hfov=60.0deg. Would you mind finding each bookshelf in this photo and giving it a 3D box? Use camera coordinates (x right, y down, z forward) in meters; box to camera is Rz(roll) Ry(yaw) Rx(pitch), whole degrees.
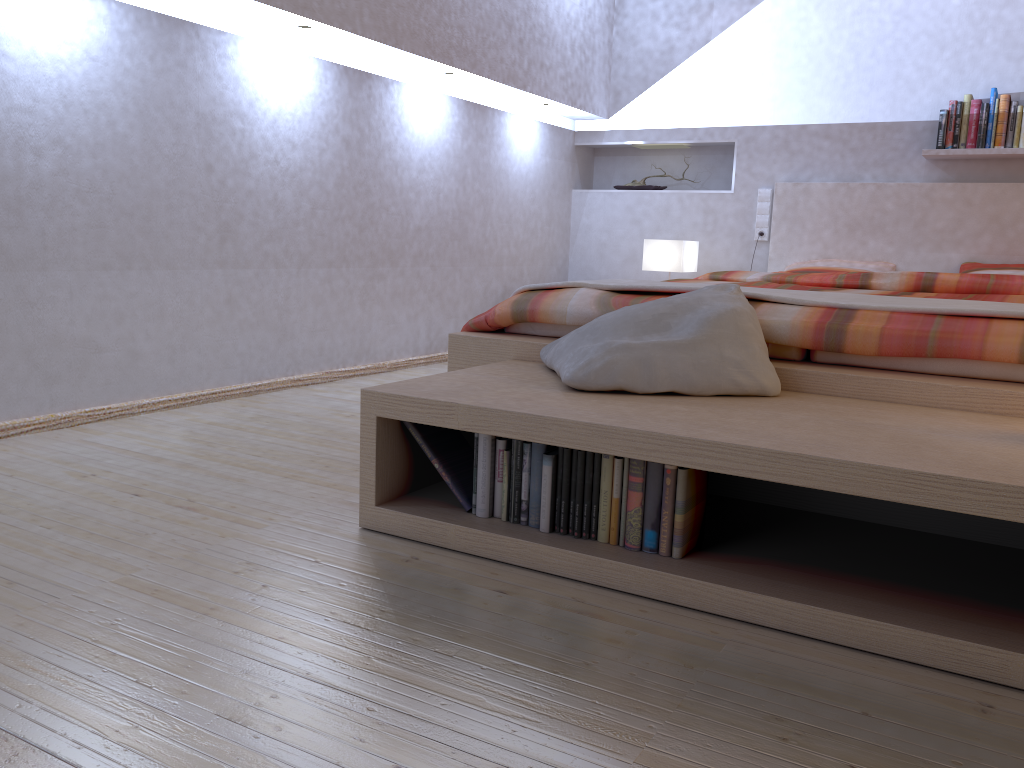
[{"bbox_3d":[2.469,-1.101,4.233,0.916,0.028,0.223,7,11,29],"label":"bookshelf"},{"bbox_3d":[0.482,0.205,1.800,1.495,0.303,0.643,7,11,29],"label":"bookshelf"}]

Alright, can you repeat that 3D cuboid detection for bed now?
[{"bbox_3d":[1.411,-0.351,3.310,2.087,0.994,3.009,7,11,29],"label":"bed"}]

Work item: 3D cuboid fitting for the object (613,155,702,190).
[{"bbox_3d":[0.902,-1.301,5.425,0.589,0.242,0.183,7,10,28],"label":"object"}]

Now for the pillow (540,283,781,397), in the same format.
[{"bbox_3d":[0.342,-0.121,2.128,0.498,0.241,0.470,1,9,-5],"label":"pillow"}]

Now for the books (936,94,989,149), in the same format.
[{"bbox_3d":[2.218,-1.277,4.351,0.209,0.260,0.215,7,11,29],"label":"books"}]

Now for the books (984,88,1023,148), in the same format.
[{"bbox_3d":[2.389,-1.267,4.261,0.178,0.281,0.200,7,11,29],"label":"books"}]

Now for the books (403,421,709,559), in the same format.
[{"bbox_3d":[0.063,0.185,1.833,0.652,0.193,0.157,7,11,29],"label":"books"}]

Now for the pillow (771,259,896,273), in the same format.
[{"bbox_3d":[1.647,-0.554,4.573,0.572,0.180,0.492,8,11,30],"label":"pillow"}]

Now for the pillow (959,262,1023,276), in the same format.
[{"bbox_3d":[2.365,-0.464,4.109,0.566,0.188,0.497,8,11,30],"label":"pillow"}]

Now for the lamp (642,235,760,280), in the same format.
[{"bbox_3d":[1.018,-0.598,4.985,0.684,0.515,0.318,-3,11,-31],"label":"lamp"}]

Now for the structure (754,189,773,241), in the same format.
[{"bbox_3d":[1.417,-0.952,4.994,0.077,0.286,0.034,7,11,29],"label":"structure"}]
